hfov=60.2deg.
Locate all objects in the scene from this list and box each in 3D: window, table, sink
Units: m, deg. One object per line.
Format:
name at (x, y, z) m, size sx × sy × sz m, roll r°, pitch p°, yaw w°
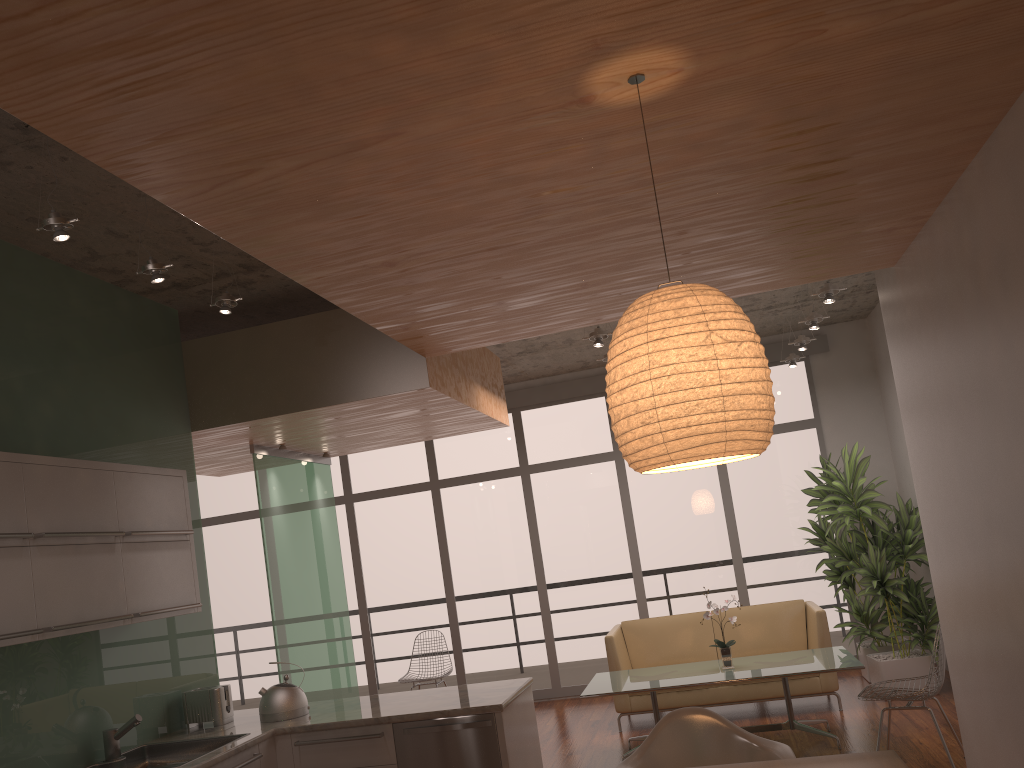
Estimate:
window at (-0.740, 1.870, 9.626) m, size 8.601 × 3.251 × 0.062 m, roll -10°, pitch -6°, yaw 12°
table at (0.564, 1.501, 1.891) m, size 1.030 × 0.801 × 2.088 m, roll -10°, pitch -10°, yaw 11°
table at (1.508, 2.323, 6.305) m, size 1.879 × 0.554 × 0.947 m, roll -10°, pitch -9°, yaw 12°
sink at (-1.666, 1.742, 4.166) m, size 0.619 × 0.379 × 0.647 m, roll -10°, pitch -9°, yaw 11°

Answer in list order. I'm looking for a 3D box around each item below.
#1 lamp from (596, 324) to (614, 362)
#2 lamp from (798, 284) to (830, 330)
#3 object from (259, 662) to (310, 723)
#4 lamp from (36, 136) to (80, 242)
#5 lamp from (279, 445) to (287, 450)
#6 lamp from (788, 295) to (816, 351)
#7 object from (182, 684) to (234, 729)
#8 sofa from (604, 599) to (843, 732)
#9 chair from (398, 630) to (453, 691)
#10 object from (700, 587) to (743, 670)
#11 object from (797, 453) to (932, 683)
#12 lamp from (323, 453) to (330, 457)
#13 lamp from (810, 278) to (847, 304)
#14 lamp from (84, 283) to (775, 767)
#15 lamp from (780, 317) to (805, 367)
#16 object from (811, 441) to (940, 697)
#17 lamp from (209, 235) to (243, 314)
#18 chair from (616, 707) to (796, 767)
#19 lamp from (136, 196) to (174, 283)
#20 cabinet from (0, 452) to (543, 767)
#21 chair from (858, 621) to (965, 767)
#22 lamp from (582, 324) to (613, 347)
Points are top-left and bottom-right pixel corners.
lamp at (0.750, -0.371, 6.926) m, size 0.198 × 0.478 × 0.136 m, roll -6°, pitch -6°, yaw -21°
lamp at (2.229, -0.644, 6.606) m, size 0.198 × 0.478 × 0.136 m, roll -6°, pitch -6°, yaw -21°
object at (-1.254, 1.661, 4.804) m, size 0.265 × 0.302 × 0.262 m, roll -12°, pitch -9°, yaw 27°
lamp at (-1.646, -0.743, 3.164) m, size 0.152 × 0.466 × 0.104 m, roll -6°, pitch -6°, yaw -21°
lamp at (-1.719, 0.255, 6.520) m, size 0.102 × 0.466 × 0.155 m, roll -7°, pitch -6°, yaw -16°
lamp at (2.404, -0.519, 7.405) m, size 0.198 × 0.478 × 0.136 m, roll -6°, pitch -6°, yaw -21°
object at (-1.680, 1.791, 4.901) m, size 0.238 × 0.200 × 0.154 m, roll -10°, pitch -7°, yaw 12°
sofa at (1.771, 2.382, 7.562) m, size 1.810 × 0.829 × 0.885 m, roll -10°, pitch -8°, yaw 12°
chair at (-0.871, 3.022, 9.107) m, size 0.546 × 0.892 × 0.564 m, roll -10°, pitch -7°, yaw 11°
object at (1.501, 1.741, 6.313) m, size 0.299 × 0.584 × 0.373 m, roll -9°, pitch -7°, yaw 6°
object at (3.269, 1.615, 8.026) m, size 1.093 × 2.085 × 0.965 m, roll -12°, pitch -7°, yaw 29°
lamp at (-1.556, 0.371, 7.261) m, size 0.102 × 0.466 × 0.155 m, roll -7°, pitch -6°, yaw -16°
lamp at (2.054, -0.769, 5.808) m, size 0.198 × 0.478 × 0.136 m, roll -6°, pitch -6°, yaw -21°
lamp at (-0.609, 0.844, 3.582) m, size 3.231 × 1.334 × 3.090 m, roll -10°, pitch -10°, yaw 11°
lamp at (2.579, -0.394, 8.203) m, size 0.198 × 0.478 × 0.136 m, roll -6°, pitch -6°, yaw -21°
object at (3.139, 1.509, 7.364) m, size 0.976 × 2.085 × 1.081 m, roll -11°, pitch -7°, yaw 24°
lamp at (-1.403, -0.569, 4.271) m, size 0.152 × 0.466 × 0.104 m, roll -6°, pitch -6°, yaw -21°
chair at (0.784, 1.721, 3.353) m, size 0.683 × 0.853 × 0.651 m, roll -8°, pitch -7°, yaw -4°
lamp at (-1.524, -0.656, 3.717) m, size 0.152 × 0.466 × 0.104 m, roll -6°, pitch -6°, yaw -21°
cabinet at (-1.309, 1.256, 3.100) m, size 1.923 × 2.251 × 4.276 m, roll -10°, pitch -10°, yaw 11°
chair at (2.374, 1.828, 5.249) m, size 0.568 × 0.892 × 0.542 m, roll -12°, pitch -8°, yaw 31°
lamp at (0.575, -0.496, 6.128) m, size 0.198 × 0.478 × 0.136 m, roll -6°, pitch -6°, yaw -21°
